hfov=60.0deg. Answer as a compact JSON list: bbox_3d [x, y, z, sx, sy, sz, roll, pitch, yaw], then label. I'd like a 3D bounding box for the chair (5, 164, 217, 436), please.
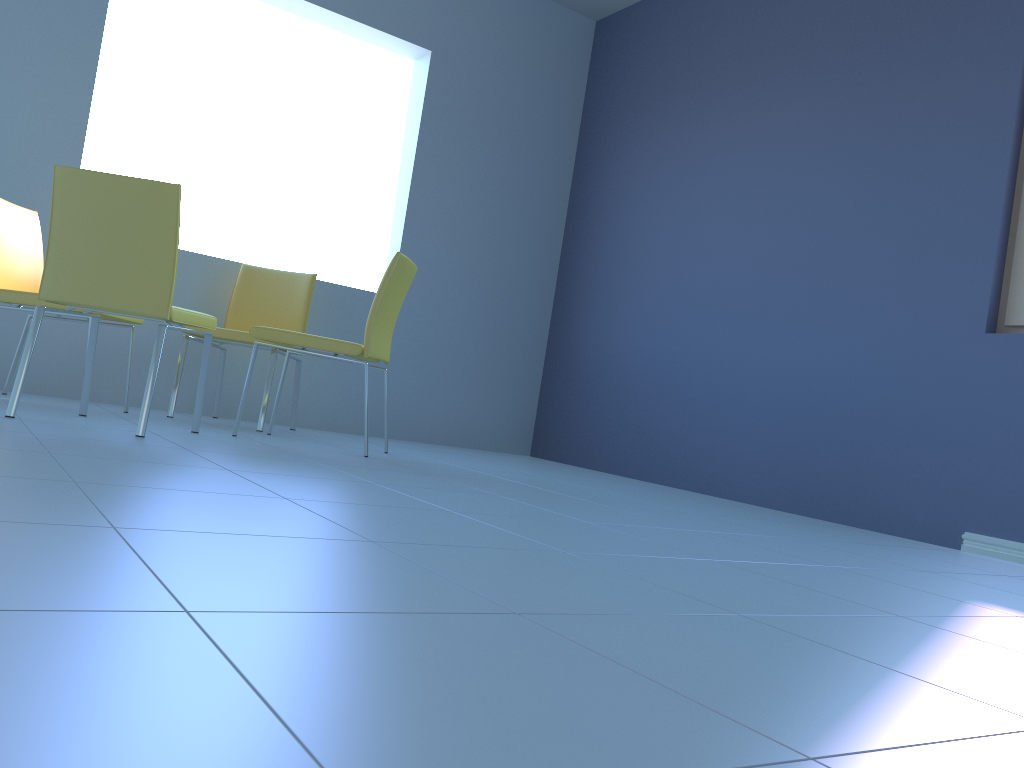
[{"bbox_3d":[-1.136,-0.224,2.625,0.387,0.695,0.484,9,-2,-2],"label":"chair"}]

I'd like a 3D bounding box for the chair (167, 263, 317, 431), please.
[{"bbox_3d":[-1.094,-0.179,3.705,0.387,0.695,0.484,9,-2,3],"label":"chair"}]

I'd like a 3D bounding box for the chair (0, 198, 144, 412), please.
[{"bbox_3d":[-1.628,-0.280,3.164,0.484,0.695,0.387,9,-2,-2],"label":"chair"}]

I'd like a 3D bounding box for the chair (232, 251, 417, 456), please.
[{"bbox_3d":[-0.638,-0.127,3.161,0.484,0.699,0.387,9,-2,3],"label":"chair"}]

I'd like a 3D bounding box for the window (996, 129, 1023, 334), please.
[{"bbox_3d":[2.098,-0.742,2.345,0.142,1.263,1.475,10,-2,-33],"label":"window"}]
